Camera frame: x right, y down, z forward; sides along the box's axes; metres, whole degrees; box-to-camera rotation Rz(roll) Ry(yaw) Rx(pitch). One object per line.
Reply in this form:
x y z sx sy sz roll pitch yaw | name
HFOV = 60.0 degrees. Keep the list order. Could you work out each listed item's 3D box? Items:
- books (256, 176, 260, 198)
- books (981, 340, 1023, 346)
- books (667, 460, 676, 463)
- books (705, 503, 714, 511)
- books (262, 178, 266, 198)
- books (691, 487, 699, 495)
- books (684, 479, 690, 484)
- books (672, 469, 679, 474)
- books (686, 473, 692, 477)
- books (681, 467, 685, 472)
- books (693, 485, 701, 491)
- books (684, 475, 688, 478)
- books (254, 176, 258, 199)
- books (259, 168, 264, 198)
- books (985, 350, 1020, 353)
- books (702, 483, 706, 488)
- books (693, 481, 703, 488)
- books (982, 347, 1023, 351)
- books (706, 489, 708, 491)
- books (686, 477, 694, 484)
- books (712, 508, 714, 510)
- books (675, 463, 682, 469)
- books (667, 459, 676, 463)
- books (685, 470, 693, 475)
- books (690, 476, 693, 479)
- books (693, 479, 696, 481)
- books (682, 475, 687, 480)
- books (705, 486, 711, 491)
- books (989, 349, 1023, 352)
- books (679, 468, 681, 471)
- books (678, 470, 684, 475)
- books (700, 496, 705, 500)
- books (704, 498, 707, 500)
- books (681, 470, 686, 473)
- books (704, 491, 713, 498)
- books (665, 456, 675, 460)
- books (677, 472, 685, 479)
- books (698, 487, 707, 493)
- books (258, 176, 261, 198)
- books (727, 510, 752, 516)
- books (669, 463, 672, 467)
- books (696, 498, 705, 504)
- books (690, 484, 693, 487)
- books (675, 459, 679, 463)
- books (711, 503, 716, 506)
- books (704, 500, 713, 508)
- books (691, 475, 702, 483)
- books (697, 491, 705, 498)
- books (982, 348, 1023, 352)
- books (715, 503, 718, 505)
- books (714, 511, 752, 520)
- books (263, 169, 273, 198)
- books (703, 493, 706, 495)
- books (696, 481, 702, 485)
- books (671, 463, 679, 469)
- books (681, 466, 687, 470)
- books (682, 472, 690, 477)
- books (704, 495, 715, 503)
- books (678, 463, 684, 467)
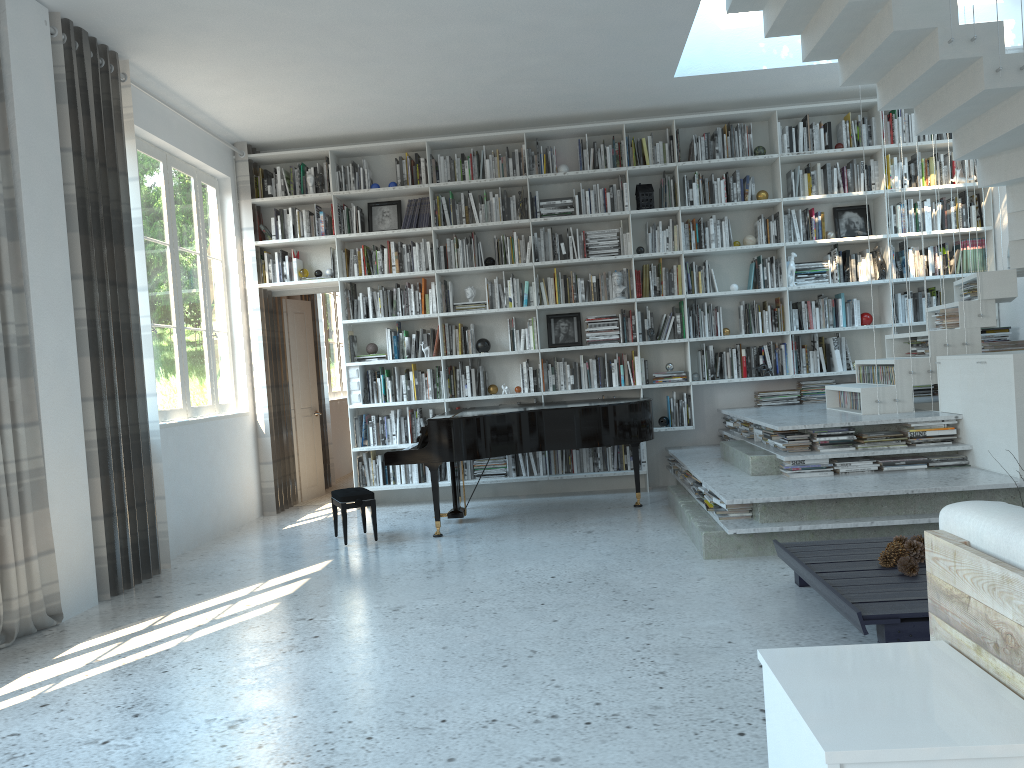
-2.226 -1.715 7.861 0.024 0.228 0.129 -4 1 4 | books
3.806 -0.316 6.867 0.267 0.026 0.161 -4 1 9 | books
1.433 0.660 7.571 0.177 0.012 0.278 -4 1 0 | books
1.288 0.751 5.439 0.191 0.016 0.208 -4 1 9 | books
-2.165 -1.703 7.841 0.024 0.195 0.167 -4 1 4 | books
1.329 0.723 6.044 0.189 0.009 0.290 -4 1 7 | books
1.390 0.725 6.661 0.157 0.014 0.180 -4 1 1 | books
1.420 0.707 7.280 0.189 0.030 0.237 -4 1 4 | books
1.354 0.645 6.350 0.165 0.014 0.235 -4 1 -1 | books
1.368 0.639 6.660 0.182 0.016 0.198 -4 1 9 | books
1.337 0.704 6.043 0.177 0.011 0.220 -4 1 6 | books
1.388 0.693 6.660 0.165 0.012 0.205 -4 1 4 | books
-2.246 -1.709 7.840 0.014 0.219 0.188 -4 1 4 | books
-2.187 -1.747 7.838 0.014 0.286 0.175 -4 1 4 | books
3.809 -0.247 6.846 0.296 0.013 0.128 -4 1 2 | books
1.326 0.656 5.736 0.141 0.028 0.222 -4 1 -1 | books
1.338 0.686 6.042 0.160 0.025 0.244 -4 1 -1 | books
3.809 -0.273 6.874 0.278 0.012 0.177 -4 1 8 | books
1.298 0.658 5.436 0.175 0.006 0.251 -4 1 4 | books
1.356 0.689 6.352 0.182 0.013 0.287 -4 1 5 | books
1.297 0.738 5.438 0.178 0.009 0.276 -4 1 2 | books
1.393 0.640 6.971 0.180 0.015 0.294 -4 1 2 | books
1.435 0.650 7.571 0.188 0.009 0.211 -4 1 3 | books
1.350 0.632 6.350 0.179 0.012 0.249 -4 1 1 | books
1.363 0.656 6.350 0.169 0.009 0.241 -4 1 4 | books
1.368 0.664 6.350 0.155 0.009 0.297 -4 1 5 | books
1.385 0.705 6.661 0.159 0.012 0.292 -4 1 1 | books
1.286 0.630 5.436 0.182 0.016 0.256 -4 1 7 | books
3.809 -0.257 6.851 0.250 0.007 0.131 -4 1 8 | books
1.397 0.657 6.971 0.171 0.020 0.193 -4 1 8 | books
1.404 0.693 6.972 0.172 0.014 0.221 -4 1 5 | books
1.323 0.736 5.738 0.171 0.005 0.297 -4 1 3 | books
1.318 0.721 5.738 0.180 0.008 0.267 -4 1 3 | books
1.375 0.651 6.660 0.169 0.009 0.241 -4 1 0 | books
1.291 0.676 5.437 0.168 0.013 0.281 -4 1 -1 | books
1.425 0.626 7.571 0.191 0.013 0.243 -4 1 0 | books
1.399 0.714 6.973 0.177 0.026 0.230 -4 1 7 | books
1.313 0.679 5.737 0.180 0.017 0.182 -4 1 1 | books
-2.203 -1.714 7.849 0.023 0.223 0.150 -4 1 4 | books
1.305 0.738 5.133 0.132 0.014 0.205 -4 1 4 | books
1.437 0.685 7.572 0.179 0.012 0.261 -4 1 7 | books
1.308 0.750 5.740 0.193 0.005 0.224 -4 1 0 | books
1.361 0.727 6.353 0.161 0.008 0.254 -4 1 9 | books
1.424 0.628 7.277 0.160 0.009 0.291 -4 1 6 | books
1.305 0.724 5.437 0.170 0.006 0.268 -4 1 4 | books
1.290 0.731 5.439 0.191 0.006 0.275 -4 1 6 | books
1.333 0.641 6.041 0.170 0.014 0.281 -4 1 1 | books
1.311 0.711 5.738 0.189 0.013 0.215 -4 1 2 | books
3.809 -0.264 6.855 0.295 0.006 0.146 -4 1 2 | books
1.312 0.714 5.437 0.154 0.014 0.196 -4 1 4 | books
1.276 0.756 5.135 0.184 0.017 0.230 -4 1 6 | books
-2.143 -1.742 7.833 0.025 0.269 0.177 -4 1 4 | books
1.316 0.691 5.737 0.171 0.007 0.260 -4 1 7 | books
1.348 0.664 6.041 0.142 0.017 0.239 -4 1 0 | books
1.409 0.667 7.279 0.191 0.028 0.212 -4 1 8 | books
1.374 0.623 6.659 0.171 0.015 0.252 -4 1 1 | books
1.382 0.673 6.660 0.159 0.011 0.246 -4 1 0 | books
1.291 0.701 5.438 0.191 0.015 0.246 -4 1 5 | books
1.360 0.603 6.659 0.193 0.005 0.224 -4 1 0 | books
